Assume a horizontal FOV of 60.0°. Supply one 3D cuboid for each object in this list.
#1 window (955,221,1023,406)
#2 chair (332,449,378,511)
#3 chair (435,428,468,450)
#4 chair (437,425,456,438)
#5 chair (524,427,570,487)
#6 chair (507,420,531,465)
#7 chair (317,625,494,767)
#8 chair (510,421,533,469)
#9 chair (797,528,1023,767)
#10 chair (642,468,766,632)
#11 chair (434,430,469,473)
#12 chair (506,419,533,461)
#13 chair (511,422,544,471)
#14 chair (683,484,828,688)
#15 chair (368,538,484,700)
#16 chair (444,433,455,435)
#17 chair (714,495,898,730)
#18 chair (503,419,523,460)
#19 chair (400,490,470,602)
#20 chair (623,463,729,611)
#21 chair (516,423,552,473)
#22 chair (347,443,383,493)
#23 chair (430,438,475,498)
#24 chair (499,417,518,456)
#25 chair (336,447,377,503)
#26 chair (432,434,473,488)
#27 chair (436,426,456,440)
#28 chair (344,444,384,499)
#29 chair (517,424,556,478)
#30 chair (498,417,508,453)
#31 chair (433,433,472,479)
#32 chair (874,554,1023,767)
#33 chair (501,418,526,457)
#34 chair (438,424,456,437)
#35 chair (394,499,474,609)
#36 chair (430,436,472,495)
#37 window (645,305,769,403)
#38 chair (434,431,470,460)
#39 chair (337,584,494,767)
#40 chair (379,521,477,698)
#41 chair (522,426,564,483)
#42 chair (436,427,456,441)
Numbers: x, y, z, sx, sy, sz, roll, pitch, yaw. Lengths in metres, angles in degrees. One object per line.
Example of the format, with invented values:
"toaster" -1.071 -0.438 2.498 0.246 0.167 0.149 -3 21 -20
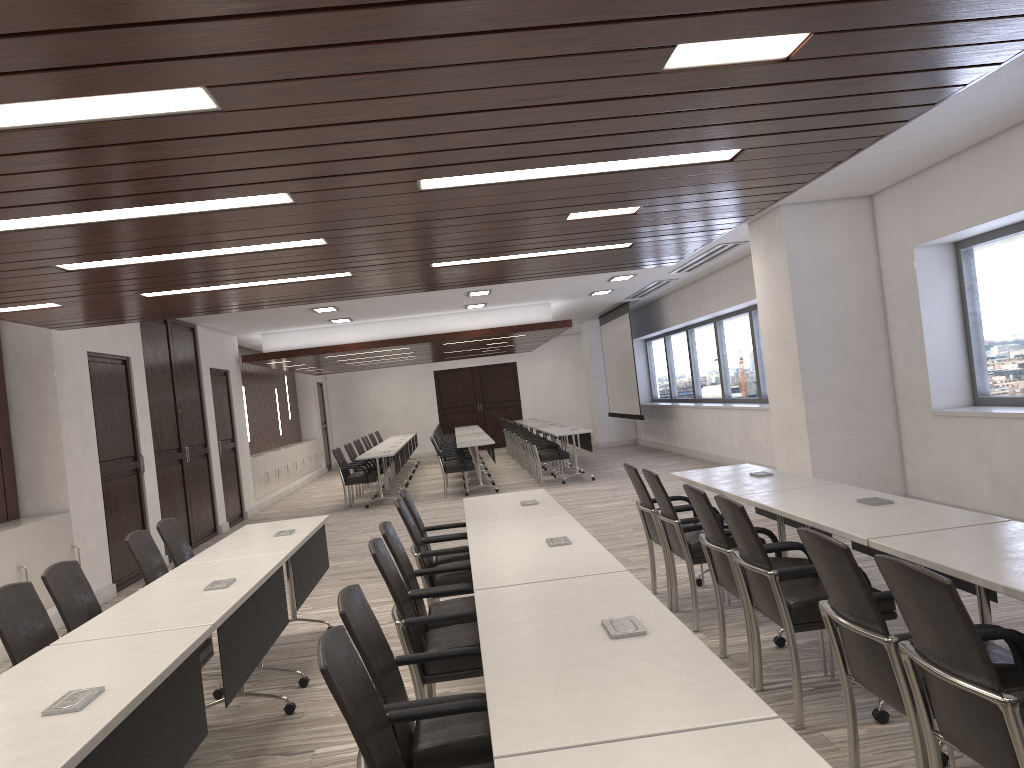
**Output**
"window" 4.202 -0.586 4.187 0.118 1.419 6.968 -6 -1 -4
"chair" -2.407 1.437 13.709 0.638 0.939 0.513 -7 -1 -3
"chair" -1.228 1.349 18.372 0.638 0.939 0.513 -6 -1 -4
"chair" -1.355 1.384 20.411 0.638 0.939 0.513 -7 -1 -4
"chair" 0.565 1.098 13.922 0.638 0.939 0.513 -7 -1 -3
"chair" 0.266 1.179 18.469 0.638 0.939 0.513 -6 -1 -4
"chair" -0.110 1.057 2.222 0.638 0.939 0.513 -6 -1 -5
"chair" 0.325 1.162 17.476 0.638 0.939 0.513 -7 -1 -3
"chair" 1.324 0.899 2.848 0.638 0.939 0.513 -7 -1 -4
"chair" 1.166 0.943 5.363 0.638 0.939 0.513 -6 -1 -4
"chair" -1.159 1.331 17.367 0.638 0.939 0.513 -7 -1 -3
"chair" 0.237 1.187 18.994 0.638 0.939 0.513 -6 -1 -5
"chair" 0.358 1.153 16.953 0.638 0.939 0.513 -7 -1 -3
"chair" 1.229 0.926 4.370 0.638 0.939 0.513 -7 -1 -4
"chair" -0.231 1.087 3.734 0.638 0.939 0.513 -6 -1 -5
"chair" -1.471 1.413 21.925 0.638 0.939 0.513 -6 -1 -5
"chair" 1.270 0.916 3.848 0.638 0.939 0.513 -6 -1 -4
"chair" 0.151 1.207 19.989 0.638 0.939 0.513 -6 -1 -5
"chair" -0.360 1.122 5.784 0.638 0.939 0.513 -6 -1 -5
"chair" 1.115 0.954 5.882 0.638 0.939 0.513 -7 -1 -4
"chair" 0.442 1.133 15.965 0.638 0.939 0.513 -6 -1 -5
"chair" -2.553 1.474 15.762 0.638 0.939 0.513 -7 -1 -3
"chair" -0.907 1.266 13.815 0.638 0.939 0.513 -6 -1 -4
"chair" 0.047 1.234 21.508 0.638 0.939 0.513 -7 -1 -3
"chair" -2.451 1.447 14.229 0.638 0.939 0.513 -6 -1 -5
"chair" -1.009 1.293 15.335 0.638 0.939 0.513 -6 -1 -5
"chair" -1.327 1.376 19.893 0.638 0.939 0.513 -6 -1 -4
"chair" -2.517 1.465 15.230 0.638 0.939 0.513 -6 -1 -4
"chair" 0.460 1.126 15.443 0.638 0.939 0.513 -7 -1 -3
"chair" 0.020 1.243 22.028 0.638 0.939 0.513 -7 -1 -4
"chair" -1.043 1.302 15.853 0.638 0.939 0.513 -6 -1 -4
"chair" 1.373 0.889 2.326 0.638 0.939 0.513 -6 -1 -4
"chair" 0.117 1.216 20.521 0.638 0.939 0.513 -6 -1 -4
"chair" -1.419 1.401 21.410 0.638 0.939 0.513 -7 -1 -4
"chair" -0.327 1.113 5.257 0.638 0.939 0.513 -6 -1 -5
"chair" -0.956 1.277 14.346 0.638 0.939 0.513 -6 -1 -5
"window" 3.485 -0.398 14.674 0.118 1.419 10.452 -6 -1 -4
"chair" -1.121 1.321 16.852 0.638 0.939 0.513 -7 -1 -4
"chair" -0.164 1.069 2.750 0.638 0.939 0.513 -7 -1 -3
"chair" -0.265 1.096 4.257 0.638 0.939 0.513 -6 -1 -4
"chair" 0.529 1.108 14.444 0.638 0.939 0.513 -6 -1 -4
"chair" -1.254 1.357 18.896 0.638 0.939 0.513 -6 -1 -4
